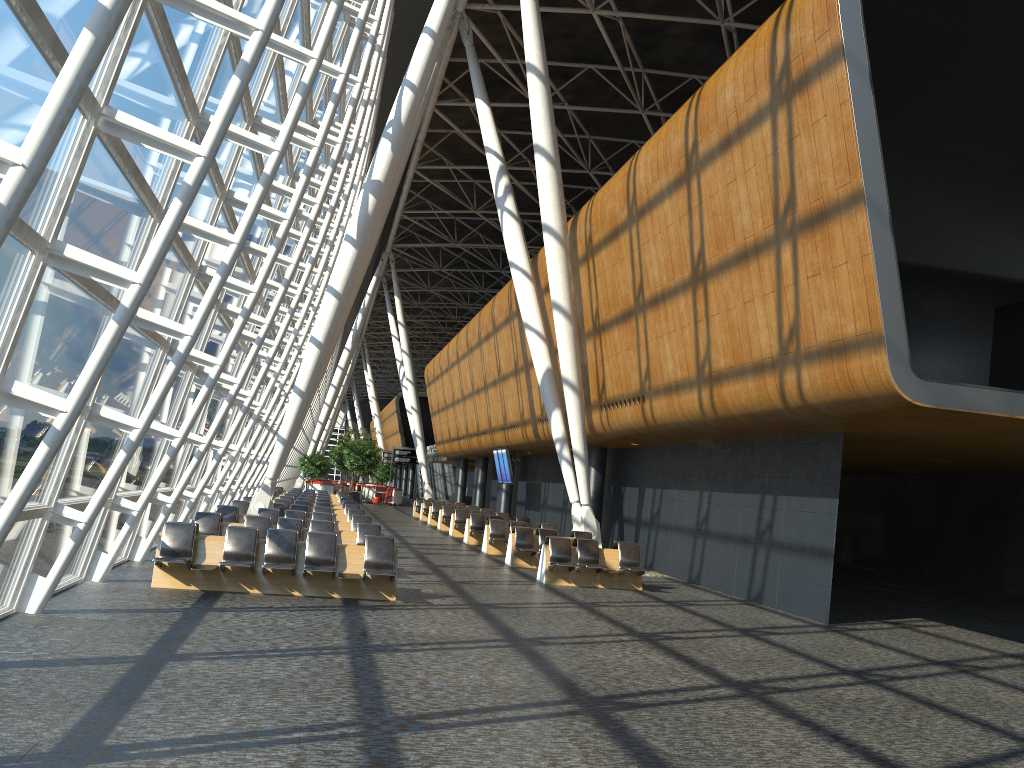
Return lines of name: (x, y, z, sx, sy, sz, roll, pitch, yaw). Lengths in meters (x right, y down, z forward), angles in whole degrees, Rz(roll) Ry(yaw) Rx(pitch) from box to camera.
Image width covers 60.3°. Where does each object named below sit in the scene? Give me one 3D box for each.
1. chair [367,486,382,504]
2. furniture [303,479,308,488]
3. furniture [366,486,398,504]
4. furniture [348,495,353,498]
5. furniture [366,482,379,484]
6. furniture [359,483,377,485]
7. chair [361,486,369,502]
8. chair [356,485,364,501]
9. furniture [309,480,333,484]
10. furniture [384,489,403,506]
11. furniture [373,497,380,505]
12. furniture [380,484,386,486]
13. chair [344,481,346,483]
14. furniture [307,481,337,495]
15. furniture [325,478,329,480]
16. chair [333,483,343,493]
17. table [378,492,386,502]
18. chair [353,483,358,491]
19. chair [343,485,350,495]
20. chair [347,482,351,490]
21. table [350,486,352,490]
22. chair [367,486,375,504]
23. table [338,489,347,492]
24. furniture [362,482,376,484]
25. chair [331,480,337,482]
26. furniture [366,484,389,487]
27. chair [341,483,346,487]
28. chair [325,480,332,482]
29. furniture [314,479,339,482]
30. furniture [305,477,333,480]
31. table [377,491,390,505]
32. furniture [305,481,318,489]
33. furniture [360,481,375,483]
chair: (-8.205, 6.663, 52.694, 0.620, 1.008, 0.665, 3, -3, 33)
furniture: (-16.529, 8.546, 74.368, 3.257, 0.867, 1.665, 6, -5, -12)
furniture: (-8.227, 7.053, 56.073, 0.894, 1.006, 2.822, 8, -6, -44)
furniture: (-9.352, 6.603, 50.639, 0.441, 0.459, 0.446, 3, -4, 31)
furniture: (-14.920, 10.886, 93.364, 1.900, 0.867, 1.665, 6, -5, -12)
furniture: (-10.900, 8.089, 66.955, 0.886, 1.005, 2.850, 3, -6, 31)
chair: (-8.967, 6.845, 54.820, 0.621, 1.008, 0.665, 4, -2, 23)
chair: (-9.480, 6.924, 55.883, 0.659, 1.008, 0.626, 4, -2, 23)
furniture: (-12.721, 7.022, 59.092, 0.894, 1.006, 2.822, 8, -6, -44)
furniture: (-7.116, 6.829, 53.332, 0.888, 1.004, 2.844, 5, -6, 1)
furniture: (-7.910, 6.813, 51.393, 0.443, 0.459, 0.445, 5, -3, 1)
furniture: (-10.496, 8.463, 69.885, 0.890, 1.004, 2.837, 6, -6, -14)
chair: (-13.588, 8.252, 70.325, 0.663, 1.008, 0.622, 6, -2, -27)
furniture: (-11.151, 6.305, 51.764, 0.894, 1.006, 2.822, 8, -6, -44)
furniture: (-22.185, 11.129, 100.767, 3.257, 0.867, 1.665, 6, -5, -12)
chair: (-10.630, 6.495, 53.019, 0.621, 1.008, 0.664, 4, -2, 13)
table: (-7.614, 6.741, 51.818, 0.798, 0.748, 0.803, 5, -4, 4)
chair: (-11.050, 7.642, 63.211, 0.659, 1.008, 0.626, 4, -2, 23)
chair: (-10.005, 6.406, 51.795, 0.659, 1.008, 0.626, 4, -2, 13)
chair: (-12.161, 7.981, 66.949, 0.663, 1.008, 0.622, 6, -2, -27)
table: (-12.086, 7.994, 65.888, 0.802, 0.748, 0.799, 7, -4, -26)
chair: (-8.388, 6.775, 53.792, 0.658, 1.008, 0.626, 3, -3, 33)
table: (-9.839, 6.428, 50.745, 0.804, 0.748, 0.797, 8, -5, -40)
furniture: (-15.548, 11.173, 96.297, 1.900, 0.867, 1.665, 6, -5, -12)
chair: (-14.100, 7.990, 68.447, 0.620, 1.008, 0.665, 3, -3, 43)
furniture: (-9.797, 7.770, 63.402, 0.894, 1.006, 2.822, 8, -6, -44)
chair: (-11.575, 7.123, 59.123, 0.659, 1.008, 0.626, 4, -2, 13)
chair: (-14.169, 7.825, 67.073, 0.659, 1.008, 0.626, 3, -3, 43)
furniture: (-14.774, 8.177, 70.551, 0.886, 1.005, 2.850, 3, -6, 31)
furniture: (-20.300, 10.268, 91.967, 3.257, 0.867, 1.665, 6, -5, -12)
table: (-7.812, 6.901, 53.340, 0.798, 0.748, 0.803, 5, -4, 4)
furniture: (-12.262, 6.529, 54.504, 0.888, 1.004, 2.844, 5, -6, 1)
furniture: (-16.176, 11.460, 99.230, 1.900, 0.867, 1.665, 6, -5, -12)
